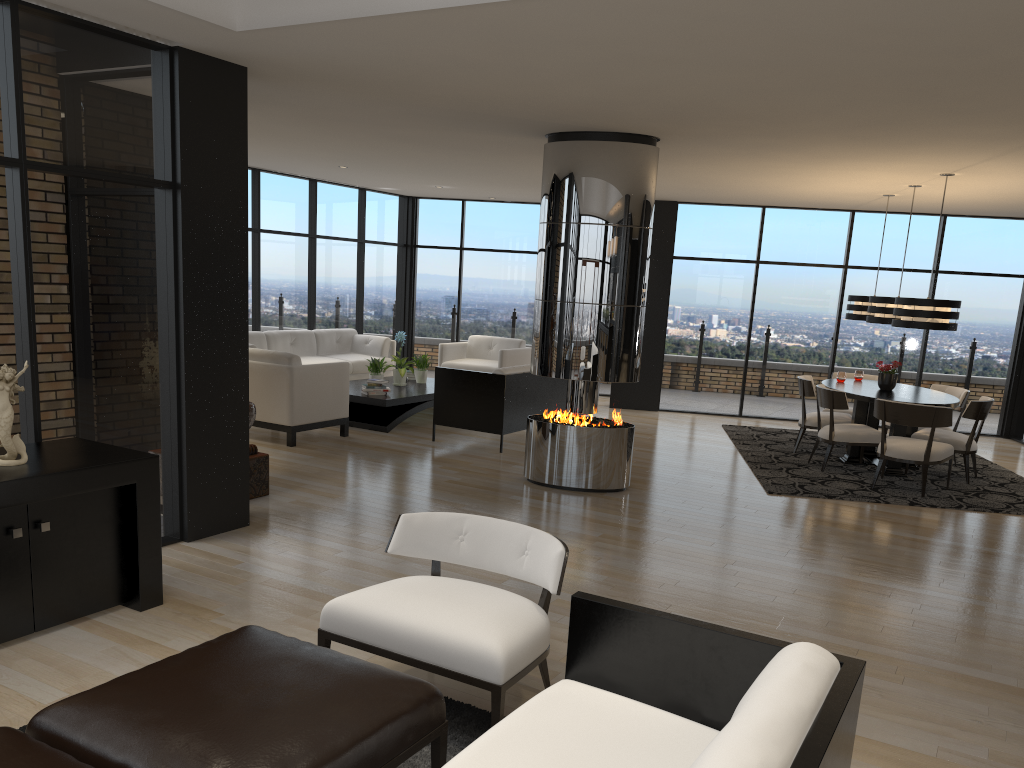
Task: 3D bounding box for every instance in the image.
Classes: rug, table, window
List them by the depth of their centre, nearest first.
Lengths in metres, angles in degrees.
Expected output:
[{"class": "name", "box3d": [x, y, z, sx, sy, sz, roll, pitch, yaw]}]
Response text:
[{"class": "rug", "box3d": [-0.863, 1.371, 2.101, 2.465, 0.012, 3.005, 7, 8, 30]}, {"class": "window", "box3d": [-0.143, -1.400, 5.154, 10.098, 4.866, 15.683, 6, 8, 16]}, {"class": "table", "box3d": [3.735, 0.441, 8.927, 1.207, 0.782, 2.075, 5, 8, 9]}, {"class": "rug", "box3d": [3.735, 0.813, 9.066, 2.714, 0.011, 3.667, 4, 7, 7]}, {"class": "table", "box3d": [-1.342, 0.197, 10.246, 1.256, 0.357, 2.013, 7, 8, 29]}]

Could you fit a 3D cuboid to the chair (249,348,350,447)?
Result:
[{"class": "chair", "box3d": [-2.236, 0.075, 8.666, 0.995, 0.871, 0.846, 8, 11, 29]}]

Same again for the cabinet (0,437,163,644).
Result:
[{"class": "cabinet", "box3d": [-2.690, 0.777, 3.049, 0.617, 0.752, 3.010, 9, 9, 29]}]

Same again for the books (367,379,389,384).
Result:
[{"class": "books", "box3d": [-1.428, -0.029, 9.405, 0.184, 0.027, 0.153, 6, 7, 20]}]

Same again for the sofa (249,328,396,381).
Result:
[{"class": "sofa", "box3d": [-2.568, -0.212, 10.904, 0.849, 0.869, 2.669, 9, 9, 29]}]

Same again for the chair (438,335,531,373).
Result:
[{"class": "chair", "box3d": [-0.367, -0.197, 11.869, 0.995, 0.871, 0.846, 8, 11, 29]}]

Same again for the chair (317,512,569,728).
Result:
[{"class": "chair", "box3d": [-0.212, 0.915, 3.414, 0.800, 0.687, 0.677, 8, 11, 29]}]

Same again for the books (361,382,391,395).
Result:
[{"class": "books", "box3d": [-1.450, 0.046, 9.419, 0.307, 0.128, 0.220, 0, 9, -22]}]

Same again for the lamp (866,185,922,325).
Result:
[{"class": "lamp", "box3d": [3.838, -1.253, 8.624, 0.535, 1.352, 0.526, 5, 11, 6]}]

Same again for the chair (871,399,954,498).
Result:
[{"class": "chair", "box3d": [3.510, 0.548, 7.769, 0.637, 0.820, 0.611, 10, 12, 35]}]

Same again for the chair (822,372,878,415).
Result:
[{"class": "chair", "box3d": [3.857, 0.308, 9.957, 0.639, 0.820, 0.609, 9, 11, 27]}]

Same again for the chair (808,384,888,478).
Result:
[{"class": "chair", "box3d": [3.212, 0.443, 8.503, 0.616, 0.820, 0.632, 3, 10, 0]}]

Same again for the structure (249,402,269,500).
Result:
[{"class": "structure", "box3d": [-2.160, -0.003, 6.210, 0.726, 1.622, 0.511, 9, 13, 29]}]

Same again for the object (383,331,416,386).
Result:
[{"class": "object", "box3d": [-1.272, -0.296, 10.204, 0.354, 0.642, 0.365, -6, 14, -41]}]

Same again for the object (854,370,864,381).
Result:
[{"class": "object", "box3d": [3.804, -0.093, 9.680, 0.095, 0.108, 0.094, -2, 11, -27]}]

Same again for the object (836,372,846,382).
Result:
[{"class": "object", "box3d": [3.497, -0.075, 9.375, 0.095, 0.108, 0.094, 6, 10, 18]}]

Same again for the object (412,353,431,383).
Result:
[{"class": "object", "box3d": [-1.087, -0.197, 10.600, 0.284, 0.376, 0.211, 5, 11, 7]}]

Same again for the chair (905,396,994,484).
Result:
[{"class": "chair", "box3d": [4.194, 0.509, 8.434, 0.611, 0.820, 0.637, 10, 12, 35]}]

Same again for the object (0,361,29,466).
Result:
[{"class": "object", "box3d": [-2.138, 0.116, 3.737, 0.104, 0.467, 0.254, 10, 13, 30]}]

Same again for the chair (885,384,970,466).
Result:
[{"class": "chair", "box3d": [4.337, 0.426, 9.204, 0.616, 0.820, 0.631, 2, 10, -7]}]

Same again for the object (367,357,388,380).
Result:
[{"class": "object", "box3d": [-1.519, -0.137, 9.884, 0.284, 0.376, 0.211, 2, 11, -7]}]

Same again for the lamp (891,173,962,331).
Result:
[{"class": "lamp", "box3d": [3.718, -1.156, 7.752, 0.535, 1.352, 0.526, 5, 11, 6]}]

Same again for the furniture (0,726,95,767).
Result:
[{"class": "furniture", "box3d": [-1.184, 1.145, 1.818, 0.822, 0.491, 0.819, 8, 9, 29]}]

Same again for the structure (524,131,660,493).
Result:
[{"class": "structure", "box3d": [0.613, -0.531, 7.074, 0.889, 2.790, 0.577, 7, 12, 17]}]

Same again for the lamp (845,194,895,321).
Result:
[{"class": "lamp", "box3d": [3.958, -1.350, 9.496, 0.535, 1.352, 0.526, 5, 11, 6]}]

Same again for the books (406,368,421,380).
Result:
[{"class": "books", "box3d": [-1.206, -0.127, 10.984, 0.223, 0.128, 0.303, 3, 8, -3]}]

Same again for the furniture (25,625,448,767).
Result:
[{"class": "furniture", "box3d": [-0.761, 1.083, 2.545, 0.822, 0.491, 0.819, 8, 9, 29]}]

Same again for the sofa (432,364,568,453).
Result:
[{"class": "sofa", "box3d": [0.063, 0.144, 9.450, 0.833, 0.817, 2.012, 9, 9, 29]}]

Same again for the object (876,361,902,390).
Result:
[{"class": "object", "box3d": [3.751, -0.091, 8.824, 0.228, 0.303, 0.234, 5, 10, 9]}]

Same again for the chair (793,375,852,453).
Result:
[{"class": "chair", "box3d": [3.293, 0.347, 9.346, 0.614, 0.820, 0.634, 6, 10, 17]}]

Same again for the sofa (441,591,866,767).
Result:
[{"class": "sofa", "box3d": [0.010, 1.073, 1.636, 0.833, 0.817, 2.012, 9, 9, 29]}]
